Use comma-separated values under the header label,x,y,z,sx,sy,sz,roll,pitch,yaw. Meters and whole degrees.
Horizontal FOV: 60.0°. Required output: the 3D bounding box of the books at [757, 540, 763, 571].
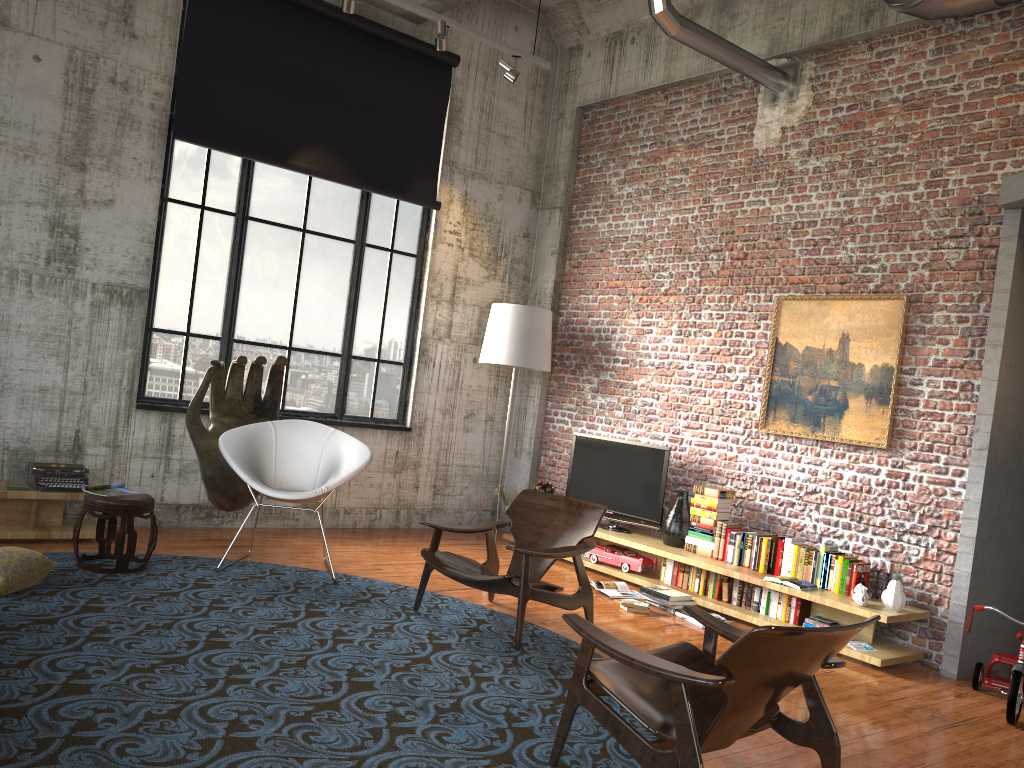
label,x,y,z,sx,sy,sz,roll,pitch,yaw
books,1.891,1.268,6.551,0.168,0.231,0.037,7,1,-38

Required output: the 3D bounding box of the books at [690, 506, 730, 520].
label,x,y,z,sx,sy,sz,roll,pitch,yaw
books,1.566,1.020,6.995,0.180,0.060,0.259,7,-1,-38

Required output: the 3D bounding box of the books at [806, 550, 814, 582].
label,x,y,z,sx,sy,sz,roll,pitch,yaw
books,2.154,1.298,6.259,0.175,0.240,0.045,7,1,-39

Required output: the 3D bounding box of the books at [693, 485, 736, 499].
label,x,y,z,sx,sy,sz,roll,pitch,yaw
books,1.597,0.854,6.997,0.198,0.066,0.259,7,0,-38

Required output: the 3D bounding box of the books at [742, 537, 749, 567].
label,x,y,z,sx,sy,sz,roll,pitch,yaw
books,1.799,1.261,6.645,0.161,0.223,0.027,7,1,-38

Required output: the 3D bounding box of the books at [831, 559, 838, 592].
label,x,y,z,sx,sy,sz,roll,pitch,yaw
books,2.266,1.319,6.107,0.161,0.223,0.027,7,1,-39

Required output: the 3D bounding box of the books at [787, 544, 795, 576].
label,x,y,z,sx,sy,sz,roll,pitch,yaw
books,2.056,1.280,6.378,0.183,0.253,0.034,7,1,-39

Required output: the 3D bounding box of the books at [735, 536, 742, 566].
label,x,y,z,sx,sy,sz,roll,pitch,yaw
books,1.752,1.256,6.685,0.161,0.223,0.026,7,1,-38

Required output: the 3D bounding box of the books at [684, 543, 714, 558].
label,x,y,z,sx,sy,sz,roll,pitch,yaw
books,1.539,1.313,7.007,0.198,0.066,0.284,7,-1,-38

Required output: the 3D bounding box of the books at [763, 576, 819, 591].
label,x,y,z,sx,sy,sz,roll,pitch,yaw
books,1.925,1.369,6.122,0.214,0.040,0.316,8,-1,-38

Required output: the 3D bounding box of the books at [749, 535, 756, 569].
label,x,y,z,sx,sy,sz,roll,pitch,yaw
books,1.840,1.252,6.597,0.160,0.251,0.032,7,1,-38

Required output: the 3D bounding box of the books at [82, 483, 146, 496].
label,x,y,z,sx,sy,sz,roll,pitch,yaw
books,-2.550,0.679,5.684,0.228,0.043,0.301,7,-1,26

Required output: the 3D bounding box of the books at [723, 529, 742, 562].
label,x,y,z,sx,sy,sz,roll,pitch,yaw
books,1.689,1.235,6.790,0.160,0.251,0.026,7,1,-38

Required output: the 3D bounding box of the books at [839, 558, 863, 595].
label,x,y,z,sx,sy,sz,roll,pitch,yaw
books,2.315,1.316,6.057,0.175,0.240,0.045,7,1,-39

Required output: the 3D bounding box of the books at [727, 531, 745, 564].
label,x,y,z,sx,sy,sz,roll,pitch,yaw
books,1.718,1.243,6.736,0.175,0.240,0.045,7,1,-38

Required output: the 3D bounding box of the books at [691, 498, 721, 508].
label,x,y,z,sx,sy,sz,roll,pitch,yaw
books,1.569,0.938,6.991,0.183,0.034,0.253,8,-1,-38

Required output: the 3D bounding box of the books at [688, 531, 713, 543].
label,x,y,z,sx,sy,sz,roll,pitch,yaw
books,1.542,1.205,7.007,0.175,0.045,0.239,8,-1,-38

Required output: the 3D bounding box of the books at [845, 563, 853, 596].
label,x,y,z,sx,sy,sz,roll,pitch,yaw
books,2.328,1.326,6.023,0.161,0.223,0.026,7,1,-39

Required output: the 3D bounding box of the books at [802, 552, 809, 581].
label,x,y,z,sx,sy,sz,roll,pitch,yaw
books,2.126,1.303,6.282,0.161,0.223,0.027,7,1,-39

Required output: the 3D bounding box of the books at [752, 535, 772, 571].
label,x,y,z,sx,sy,sz,roll,pitch,yaw
books,1.862,1.250,6.572,0.180,0.259,0.034,7,1,-38

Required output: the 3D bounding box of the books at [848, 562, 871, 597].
label,x,y,z,sx,sy,sz,roll,pitch,yaw
books,2.356,1.326,6.006,0.168,0.231,0.037,7,1,-39

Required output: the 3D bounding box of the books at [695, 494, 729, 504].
label,x,y,z,sx,sy,sz,roll,pitch,yaw
books,1.587,0.905,6.991,0.168,0.037,0.230,8,-1,-38

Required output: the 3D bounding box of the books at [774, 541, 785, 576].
label,x,y,z,sx,sy,sz,roll,pitch,yaw
books,1.985,1.273,6.459,0.160,0.251,0.026,7,1,-39

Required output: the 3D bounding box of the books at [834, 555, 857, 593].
label,x,y,z,sx,sy,sz,roll,pitch,yaw
books,2.292,1.307,6.088,0.183,0.253,0.034,7,1,-39

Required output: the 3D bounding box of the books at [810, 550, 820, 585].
label,x,y,z,sx,sy,sz,roll,pitch,yaw
books,2.171,1.293,6.221,0.183,0.253,0.034,7,1,-39

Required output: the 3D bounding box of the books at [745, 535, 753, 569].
label,x,y,z,sx,sy,sz,roll,pitch,yaw
books,1.818,1.252,6.620,0.171,0.246,0.032,7,1,-38

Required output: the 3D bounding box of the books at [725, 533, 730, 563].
label,x,y,z,sx,sy,sz,roll,pitch,yaw
books,1.696,1.249,6.765,0.161,0.223,0.026,7,1,-38

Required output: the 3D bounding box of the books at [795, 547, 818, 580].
label,x,y,z,sx,sy,sz,roll,pitch,yaw
books,2.103,1.289,6.315,0.171,0.246,0.057,7,1,-39

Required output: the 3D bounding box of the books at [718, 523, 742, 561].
label,x,y,z,sx,sy,sz,roll,pitch,yaw
books,1.678,1.217,6.821,0.198,0.285,0.040,7,1,-38

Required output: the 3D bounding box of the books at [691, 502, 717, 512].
label,x,y,z,sx,sy,sz,roll,pitch,yaw
books,1.568,0.973,6.994,0.183,0.034,0.253,8,-1,-38

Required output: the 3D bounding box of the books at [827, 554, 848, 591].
label,x,y,z,sx,sy,sz,roll,pitch,yaw
books,2.251,1.304,6.126,0.160,0.251,0.026,7,1,-39

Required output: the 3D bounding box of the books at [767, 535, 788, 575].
label,x,y,z,sx,sy,sz,roll,pitch,yaw
books,1.970,1.255,6.503,0.198,0.284,0.065,7,1,-39

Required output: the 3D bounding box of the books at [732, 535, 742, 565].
label,x,y,z,sx,sy,sz,roll,pitch,yaw
books,1.743,1.255,6.711,0.161,0.223,0.027,7,1,-38

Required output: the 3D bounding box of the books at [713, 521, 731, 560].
label,x,y,z,sx,sy,sz,roll,pitch,yaw
books,1.639,1.209,6.844,0.176,0.291,0.044,7,1,-38

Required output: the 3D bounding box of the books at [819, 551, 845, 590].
label,x,y,z,sx,sy,sz,roll,pitch,yaw
books,2.228,1.297,6.161,0.180,0.259,0.060,7,1,-39

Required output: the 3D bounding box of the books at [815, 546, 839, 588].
label,x,y,z,sx,sy,sz,roll,pitch,yaw
books,2.202,1.278,6.199,0.176,0.291,0.036,7,1,-39

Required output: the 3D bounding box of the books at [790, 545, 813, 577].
label,x,y,z,sx,sy,sz,roll,pitch,yaw
books,2.073,1.282,6.349,0.183,0.253,0.034,7,1,-39

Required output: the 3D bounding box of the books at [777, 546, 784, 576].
label,x,y,z,sx,sy,sz,roll,pitch,yaw
books,1.997,1.288,6.438,0.161,0.223,0.026,7,1,-39

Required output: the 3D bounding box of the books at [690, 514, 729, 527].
label,x,y,z,sx,sy,sz,roll,pitch,yaw
books,1.557,1.078,6.996,0.171,0.057,0.246,7,-1,-38

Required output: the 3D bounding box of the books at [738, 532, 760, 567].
label,x,y,z,sx,sy,sz,roll,pitch,yaw
books,1.784,1.244,6.670,0.183,0.254,0.034,7,1,-38

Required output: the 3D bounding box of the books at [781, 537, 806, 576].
label,x,y,z,sx,sy,sz,roll,pitch,yaw
books,2.032,1.259,6.411,0.176,0.291,0.053,7,1,-39

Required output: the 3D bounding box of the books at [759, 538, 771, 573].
label,x,y,z,sx,sy,sz,roll,pitch,yaw
books,1.901,1.258,6.513,0.183,0.254,0.034,7,1,-38
